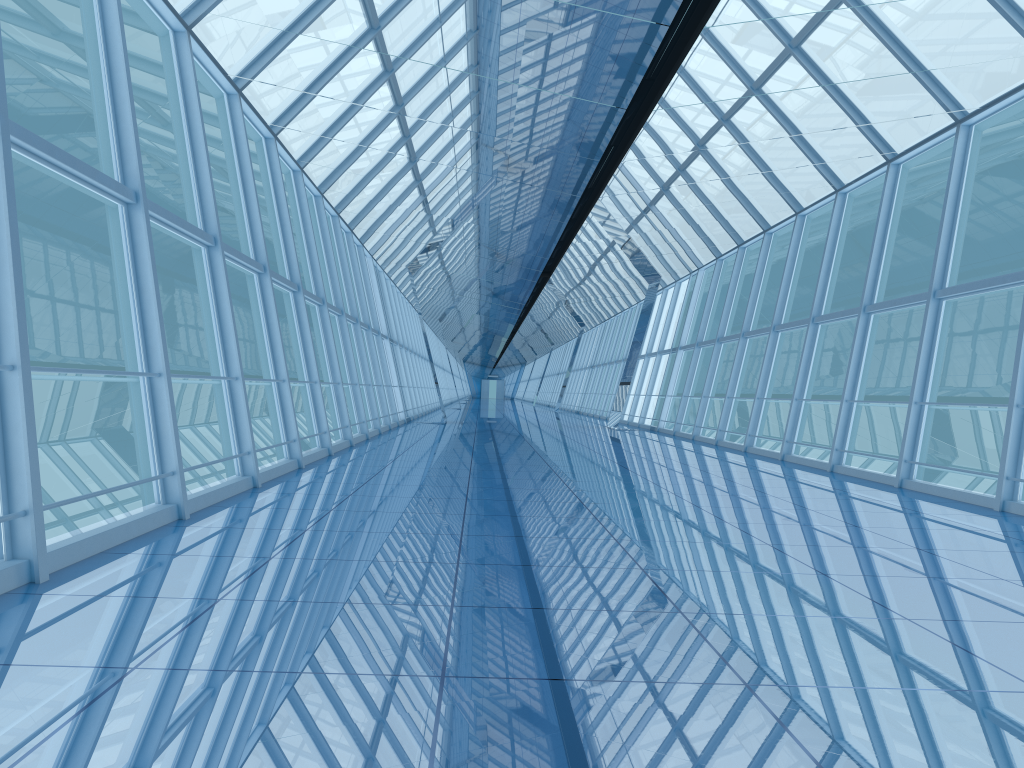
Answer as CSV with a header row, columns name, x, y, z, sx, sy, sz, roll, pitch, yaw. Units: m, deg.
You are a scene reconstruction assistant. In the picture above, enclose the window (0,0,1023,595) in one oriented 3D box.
name,x,y,z,sx,sy,sz,roll,pitch,yaw
window,-0.388,-1.003,51.271,9.921,4.922,105.774,2,-1,-2
